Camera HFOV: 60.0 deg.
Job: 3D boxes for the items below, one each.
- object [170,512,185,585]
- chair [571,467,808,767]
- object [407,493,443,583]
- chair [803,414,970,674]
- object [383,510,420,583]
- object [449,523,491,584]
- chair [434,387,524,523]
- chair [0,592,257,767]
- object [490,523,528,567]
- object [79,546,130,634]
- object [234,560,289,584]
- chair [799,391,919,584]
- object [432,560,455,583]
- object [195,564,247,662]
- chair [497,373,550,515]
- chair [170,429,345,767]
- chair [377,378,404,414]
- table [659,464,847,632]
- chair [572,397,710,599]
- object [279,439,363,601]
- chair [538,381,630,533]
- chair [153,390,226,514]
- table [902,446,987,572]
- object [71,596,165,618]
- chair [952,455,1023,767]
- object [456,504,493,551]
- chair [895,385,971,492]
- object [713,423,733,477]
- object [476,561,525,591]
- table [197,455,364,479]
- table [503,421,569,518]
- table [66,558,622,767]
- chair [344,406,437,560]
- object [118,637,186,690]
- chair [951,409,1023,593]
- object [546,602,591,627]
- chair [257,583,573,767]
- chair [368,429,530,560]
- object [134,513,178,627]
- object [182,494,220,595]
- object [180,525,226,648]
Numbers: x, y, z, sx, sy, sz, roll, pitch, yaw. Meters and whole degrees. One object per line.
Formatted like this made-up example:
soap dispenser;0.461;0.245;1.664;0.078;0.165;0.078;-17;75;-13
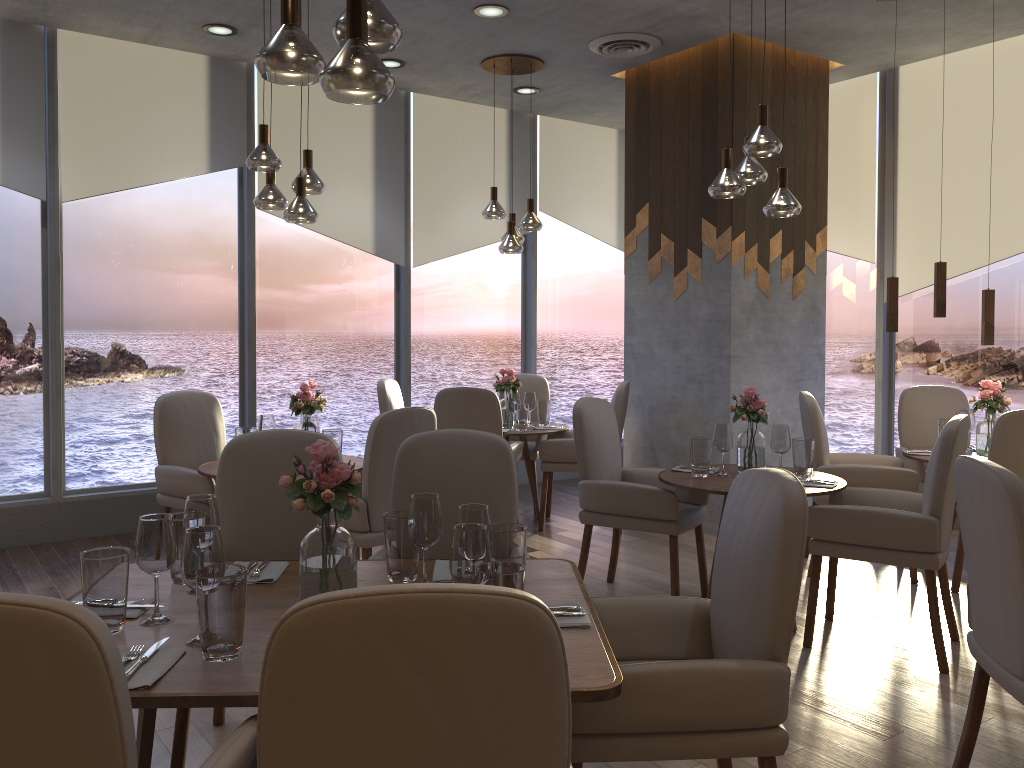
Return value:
object;-0.867;0.438;2.363;0.102;0.178;0.102;1;2;14
chair;0.376;0.710;2.153;0.600;0.999;0.529;0;2;-5
object;-0.225;0.411;2.300;0.092;0.244;0.092;1;2;17
chair;1.605;0.616;3.777;0.600;0.999;0.528;1;2;31
object;-0.295;0.438;2.385;0.102;0.178;0.102;1;2;14
object;-0.091;0.433;1.936;0.092;0.244;0.092;2;2;41
chair;-0.224;0.500;5.630;0.528;0.999;0.600;1;2;11
chair;-0.726;0.751;1.432;0.528;0.999;0.600;0;2;1
object;-0.012;0.448;2.229;0.102;0.178;0.102;1;2;11
object;-0.904;0.461;1.971;0.102;0.178;0.102;0;2;6
object;-0.711;0.515;2.422;0.157;0.019;0.255;0;3;-3
chair;1.920;0.545;4.970;0.600;0.999;0.529;1;2;14
object;-0.138;0.515;2.444;0.157;0.019;0.255;0;3;-3
object;-0.597;0.471;1.822;0.102;0.178;0.102;1;2;15
chair;0.038;0.433;6.761;0.528;0.999;0.600;1;2;12
chair;-0.764;0.670;2.768;0.528;0.999;0.600;0;2;-5
chair;-0.640;0.459;6.292;0.600;0.999;0.529;0;2;8
table;1.098;0.763;4.099;0.834;0.661;0.834;2;3;29
chair;0.624;0.576;4.399;0.600;0.999;0.528;1;2;31
object;-0.451;0.339;2.123;0.198;0.415;0.210;1;2;12
chair;0.505;0.474;6.099;0.600;0.999;0.529;0;2;9
chair;-1.608;0.546;4.814;0.600;0.999;0.528;2;2;35
table;2.574;0.723;4.820;0.834;0.661;0.835;-1;3;-15
object;-0.955;0.531;2.132;0.255;0.019;0.157;0;3;0
chair;1.528;0.700;2.366;0.600;0.999;0.529;0;2;8
object;-0.093;0.419;2.156;0.092;0.244;0.092;1;2;20
chair;2.642;0.521;5.401;0.528;0.999;0.600;0;2;8
object;0.985;0.307;4.134;0.092;0.244;0.092;-1;2;-42
object;-0.024;0.471;1.851;0.102;0.178;0.102;-1;2;-35
table;-1.140;0.735;4.465;0.834;0.661;0.835;1;3;14
table;-0.016;0.632;6.238;0.834;0.661;0.834;2;4;41
table;-0.454;0.875;2.122;1.307;0.665;0.966;0;3;-2
chair;-0.678;0.590;4.119;0.600;0.999;0.528;2;2;36
object;-0.755;0.554;1.771;0.157;0.019;0.255;0;3;-1
chair;2.426;0.591;4.225;0.528;0.999;0.600;1;2;11
object;0.051;0.537;2.078;0.255;0.019;0.157;0;3;-5
chair;-0.158;0.750;1.468;0.528;0.999;0.600;0;2;-7
chair;-0.199;0.671;2.783;0.528;0.999;0.600;0;2;1
object;-0.817;0.425;2.036;0.092;0.244;0.092;-1;2;-20
object;-0.798;0.410;2.278;0.092;0.244;0.092;-1;2;-22
object;-0.664;0.433;1.907;0.092;0.244;0.092;-2;2;-44
